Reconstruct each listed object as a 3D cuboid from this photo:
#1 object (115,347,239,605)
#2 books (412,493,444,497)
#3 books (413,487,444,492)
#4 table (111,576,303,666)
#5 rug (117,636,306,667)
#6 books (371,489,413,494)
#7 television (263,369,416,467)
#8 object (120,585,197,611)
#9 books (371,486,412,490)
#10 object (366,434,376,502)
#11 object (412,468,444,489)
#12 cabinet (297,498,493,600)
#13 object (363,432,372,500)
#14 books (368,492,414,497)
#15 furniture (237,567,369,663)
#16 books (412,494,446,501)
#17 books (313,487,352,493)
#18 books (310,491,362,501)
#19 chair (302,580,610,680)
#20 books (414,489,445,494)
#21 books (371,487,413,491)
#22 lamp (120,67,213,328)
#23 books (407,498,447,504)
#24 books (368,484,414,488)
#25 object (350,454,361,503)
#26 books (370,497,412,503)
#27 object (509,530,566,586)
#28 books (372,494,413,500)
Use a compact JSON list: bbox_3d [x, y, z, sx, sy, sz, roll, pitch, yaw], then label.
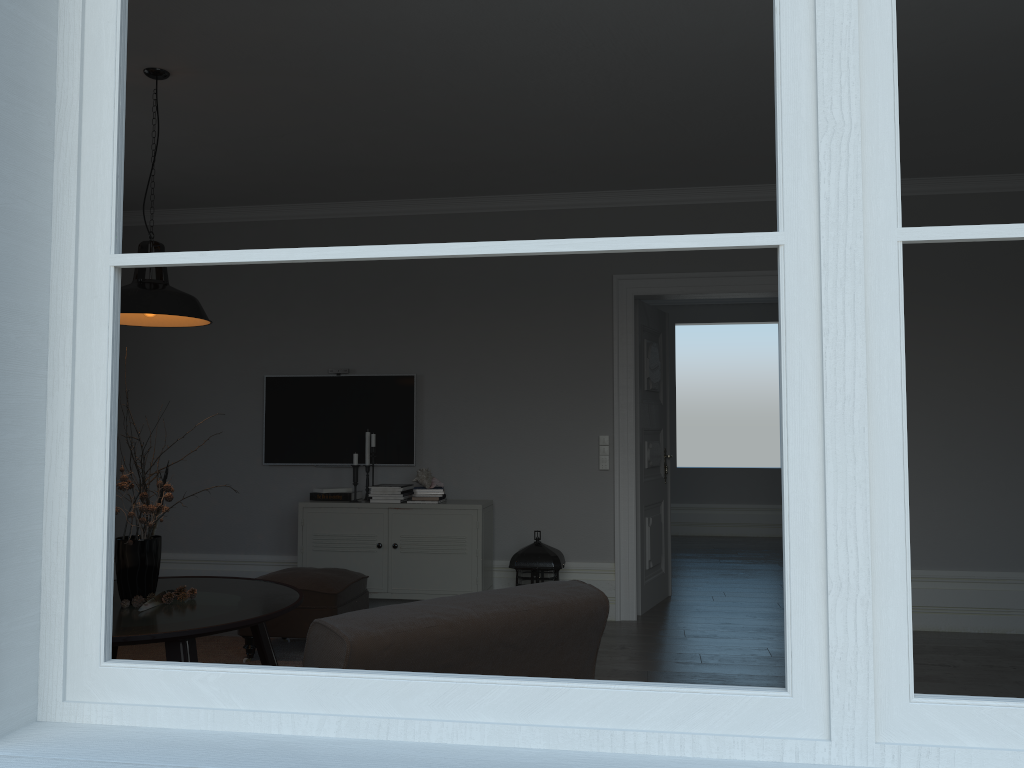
[{"bbox_3d":[-1.453,0.379,3.804,0.525,1.066,0.853,1,-3,-20],"label":"object"},{"bbox_3d":[-0.518,0.684,5.510,0.184,0.014,0.235,0,-3,-2],"label":"books"},{"bbox_3d":[-0.518,0.652,5.508,0.184,0.014,0.235,0,-3,-4],"label":"books"},{"bbox_3d":[-1.533,1.154,3.665,1.300,0.503,1.299,0,-3,2],"label":"table"},{"bbox_3d":[-1.564,1.350,3.688,2.400,0.090,2.818,-1,-3,9],"label":"rug"},{"bbox_3d":[-0.750,0.670,5.540,0.200,0.019,0.251,-1,-3,11],"label":"books"},{"bbox_3d":[-1.160,0.226,5.965,1.063,0.657,0.041,-1,-3,9],"label":"television"},{"bbox_3d":[-1.440,0.878,3.682,0.153,0.067,0.404,-2,-3,26],"label":"object"},{"bbox_3d":[-0.748,0.646,5.541,0.196,0.010,0.260,0,-3,7],"label":"books"},{"bbox_3d":[-0.876,0.523,5.595,0.092,0.431,0.092,2,-4,-32],"label":"object"},{"bbox_3d":[-0.524,0.583,5.518,0.192,0.127,0.194,0,-3,2],"label":"object"},{"bbox_3d":[-0.720,1.110,5.519,1.152,0.757,0.408,-1,-3,9],"label":"cabinet"},{"bbox_3d":[-0.926,0.517,5.689,0.066,0.457,0.066,1,-4,-24],"label":"object"},{"bbox_3d":[-0.752,0.688,5.549,0.222,0.016,0.271,0,-3,9],"label":"books"},{"bbox_3d":[-1.103,1.226,4.768,0.574,0.440,0.583,-1,-3,9],"label":"furniture"},{"bbox_3d":[-0.517,0.705,5.522,0.175,0.027,0.238,0,-3,6],"label":"books"},{"bbox_3d":[-1.151,0.679,5.686,0.199,0.024,0.160,2,-4,-37],"label":"books"},{"bbox_3d":[-1.125,0.715,5.686,0.276,0.049,0.218,0,-3,9],"label":"books"},{"bbox_3d":[-0.347,0.932,2.430,0.807,0.795,0.970,3,-4,-40],"label":"chair"},{"bbox_3d":[-0.513,0.668,5.506,0.184,0.017,0.235,0,-3,-4],"label":"books"},{"bbox_3d":[-0.746,0.656,5.545,0.196,0.010,0.265,0,-3,9],"label":"books"},{"bbox_3d":[-1.532,-0.804,3.782,0.504,1.076,0.504,2,-4,-34],"label":"lamp"},{"bbox_3d":[-0.526,0.725,5.506,0.196,0.014,0.243,0,-3,9],"label":"books"},{"bbox_3d":[-0.755,0.637,5.545,0.212,0.008,0.263,-1,-3,10],"label":"books"},{"bbox_3d":[-0.973,0.581,5.513,0.083,0.311,0.082,1,-3,-14],"label":"object"},{"bbox_3d":[-0.750,0.723,5.546,0.200,0.022,0.271,-1,-3,11],"label":"books"},{"bbox_3d":[0.154,1.178,5.318,0.323,0.599,0.323,-1,-3,9],"label":"object"},{"bbox_3d":[-0.744,0.703,5.538,0.200,0.016,0.253,0,-3,7],"label":"books"}]
